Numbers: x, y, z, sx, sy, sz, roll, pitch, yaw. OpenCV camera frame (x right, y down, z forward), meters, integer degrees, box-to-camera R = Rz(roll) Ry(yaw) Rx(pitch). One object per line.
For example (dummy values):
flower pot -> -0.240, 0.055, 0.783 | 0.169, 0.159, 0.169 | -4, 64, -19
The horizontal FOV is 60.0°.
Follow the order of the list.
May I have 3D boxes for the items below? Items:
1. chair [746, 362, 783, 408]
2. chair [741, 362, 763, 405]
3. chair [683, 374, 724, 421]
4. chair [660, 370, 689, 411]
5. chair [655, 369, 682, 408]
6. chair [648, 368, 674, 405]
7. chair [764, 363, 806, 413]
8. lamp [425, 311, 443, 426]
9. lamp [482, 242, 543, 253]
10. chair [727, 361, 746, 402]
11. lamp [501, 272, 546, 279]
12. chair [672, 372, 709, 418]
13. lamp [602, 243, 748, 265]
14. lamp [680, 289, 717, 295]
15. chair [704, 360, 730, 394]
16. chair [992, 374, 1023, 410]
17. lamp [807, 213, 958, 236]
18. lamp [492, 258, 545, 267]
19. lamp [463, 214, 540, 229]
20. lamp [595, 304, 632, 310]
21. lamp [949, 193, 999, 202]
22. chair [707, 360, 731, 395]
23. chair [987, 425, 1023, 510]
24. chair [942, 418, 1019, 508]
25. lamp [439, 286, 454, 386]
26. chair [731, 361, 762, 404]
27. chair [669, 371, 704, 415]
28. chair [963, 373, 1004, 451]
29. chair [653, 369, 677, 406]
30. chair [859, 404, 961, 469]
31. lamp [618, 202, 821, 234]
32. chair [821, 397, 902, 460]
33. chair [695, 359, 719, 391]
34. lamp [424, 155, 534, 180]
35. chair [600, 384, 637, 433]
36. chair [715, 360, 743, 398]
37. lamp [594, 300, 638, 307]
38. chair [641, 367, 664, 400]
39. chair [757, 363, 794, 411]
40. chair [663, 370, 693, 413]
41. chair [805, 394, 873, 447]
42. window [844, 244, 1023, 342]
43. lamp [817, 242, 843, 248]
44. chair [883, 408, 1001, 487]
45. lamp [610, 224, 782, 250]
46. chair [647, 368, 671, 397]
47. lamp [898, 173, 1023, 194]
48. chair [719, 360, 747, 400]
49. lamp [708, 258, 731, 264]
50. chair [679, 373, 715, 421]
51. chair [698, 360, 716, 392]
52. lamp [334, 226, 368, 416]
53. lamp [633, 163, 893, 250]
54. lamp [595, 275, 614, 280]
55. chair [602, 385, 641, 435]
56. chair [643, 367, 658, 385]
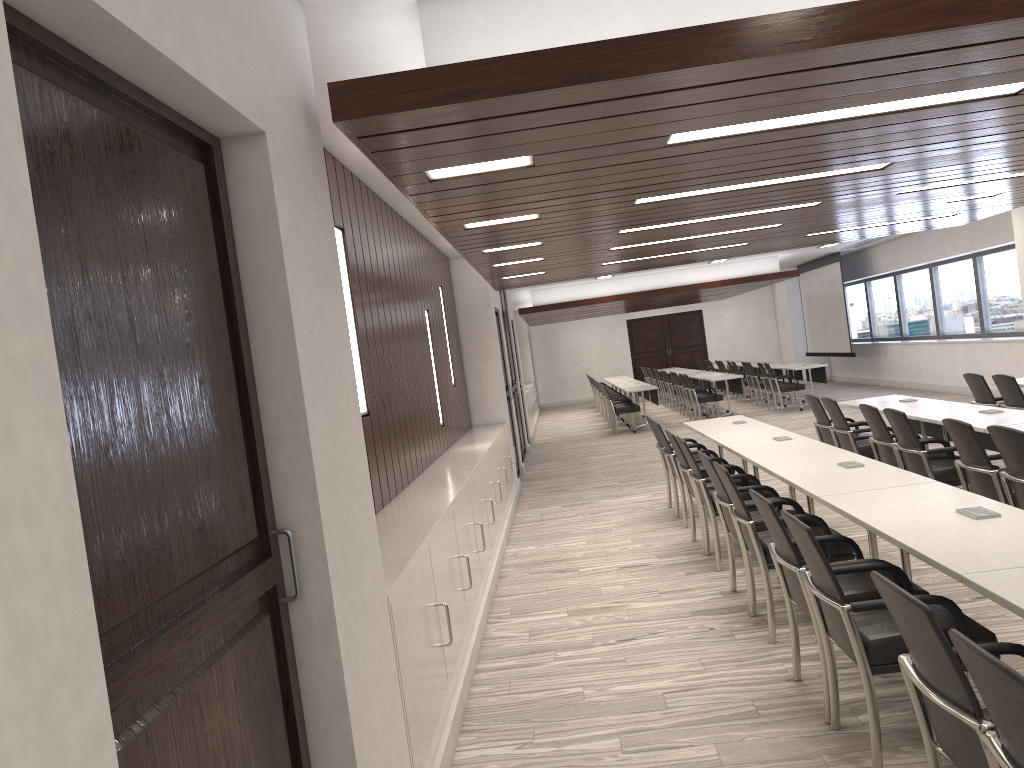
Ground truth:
chair -> 5.084, -0.019, 17.796 | 0.638, 0.939, 0.513 | -8, 2, 4
chair -> 5.127, -0.040, 18.316 | 0.638, 0.939, 0.513 | -8, 2, 2
chair -> 3.541, 0.234, 16.348 | 0.638, 0.939, 0.513 | -8, 2, 3
chair -> 3.705, 0.108, 19.904 | 0.638, 0.939, 0.513 | -8, 2, 4
chair -> 3.753, 0.073, 20.910 | 0.638, 0.939, 0.513 | -8, 2, 3
chair -> 3.832, 0.018, 22.431 | 0.638, 0.939, 0.513 | -8, 2, 3
chair -> 5.011, 0.035, 16.273 | 0.638, 0.939, 0.513 | -8, 2, 4
lamp -> -0.759, -0.137, 8.053 | 0.094, 1.058, 0.236 | -8, 2, 3
lamp -> -0.002, -1.046, 6.632 | 0.464, 0.045, 0.236 | -8, 2, 3
chair -> 5.186, -0.092, 19.830 | 0.638, 0.939, 0.513 | -8, 2, 4
lamp -> 0.115, -1.132, 9.048 | 0.464, 0.045, 0.236 | -8, 2, 3
chair -> 3.617, 0.179, 17.869 | 0.638, 0.939, 0.513 | -8, 2, 2
lamp -> 1.645, -1.340, 8.966 | 1.496, 0.045, 0.236 | -8, 2, 3
lamp -> 4.126, -1.940, 17.978 | 1.496, 0.045, 0.236 | -8, 2, 3
chair -> 5.334, -0.201, 22.876 | 0.638, 0.939, 0.513 | -8, 2, 3
chair -> 4.613, 0.338, 7.707 | 0.638, 0.939, 0.513 | -8, 2, 3
lamp -> 3.684, -1.616, 8.858 | 1.496, 0.045, 0.236 | -8, 2, 3
lamp -> 0.051, -1.086, 7.730 | 0.464, 0.045, 0.236 | -8, 2, 3
lamp -> -0.066, -1.000, 5.315 | 0.464, 0.045, 0.236 | -8, 2, 3
lamp -> 2.162, -1.719, 19.624 | 1.496, 0.045, 0.236 | -8, 2, 3
lamp -> 3.919, -1.609, 7.524 | 0.421, 0.046, 0.236 | -8, 2, 3
chair -> 5.307, -0.182, 22.344 | 0.638, 0.939, 0.513 | -8, 2, 2
chair -> 2.984, 0.646, 4.748 | 0.638, 0.939, 0.513 | -8, 2, 2
chair -> 2.992, 0.630, 5.278 | 0.638, 0.939, 0.513 | -8, 2, 4
lamp -> -0.739, -0.499, 9.362 | 0.094, 1.058, 0.236 | -8, 2, 3
chair -> 5.159, -0.073, 19.306 | 0.638, 0.939, 0.513 | -8, 2, 4
chair -> 3.644, 0.161, 18.388 | 0.638, 0.939, 0.513 | -8, 2, 3
chair -> 4.622, 0.321, 8.228 | 0.638, 0.939, 0.513 | -8, 2, 3
chair -> 3.788, 0.053, 21.433 | 0.638, 0.939, 0.513 | -8, 2, 3
chair -> 3.067, 0.576, 6.785 | 0.638, 0.939, 0.513 | -8, 2, 3
lamp -> 1.528, -1.253, 6.551 | 1.496, 0.045, 0.236 | -8, 2, 3
chair -> 3.122, 0.539, 7.786 | 0.638, 0.939, 0.513 | -8, 2, 2
chair -> 5.413, -0.255, 24.384 | 0.638, 0.939, 0.513 | -8, 2, 3
lamp -> -0.141, -0.945, 3.778 | 0.464, 0.045, 0.236 | -8, 2, 3
chair -> 2.061, 0.419, 16.950 | 0.638, 0.939, 0.513 | -8, 2, 2
chair -> 5.275, -0.148, 21.346 | 0.638, 0.939, 0.513 | -8, 2, 2
lamp -> 2.087, -1.664, 18.087 | 1.496, 0.045, 0.236 | -8, 2, 3
chair -> 3.925, -0.054, 24.465 | 0.638, 0.939, 0.513 | -8, 2, 2
chair -> 5.037, 0.016, 16.795 | 0.638, 0.939, 0.513 | -8, 2, 3
chair -> 3.683, 0.126, 19.388 | 0.638, 0.939, 0.513 | -8, 2, 3
chair -> 3.150, 0.520, 8.312 | 0.638, 0.939, 0.513 | -8, 2, 2
window -> 7.963, -1.552, 16.599 | 0.118, 1.419, 10.452 | -8, 2, 3
lamp -> 5.849, -2.611, 16.357 | 0.324, 0.120, 0.519 | -8, 2, 3
chair -> 3.040, 0.595, 6.263 | 0.638, 0.939, 0.513 | -8, 2, 2
lamp -> 1.581, -1.293, 7.649 | 1.496, 0.045, 0.236 | -8, 2, 3
chair -> 3.864, -0.002, 22.949 | 0.638, 0.939, 0.513 | -8, 2, 4
lamp -> 3.567, -1.529, 6.442 | 1.496, 0.045, 0.236 | -8, 2, 3
chair -> 5.243, -0.129, 20.822 | 0.638, 0.939, 0.513 | -8, 2, 3
lamp -> 3.839, -2.339, 16.464 | 0.324, 0.120, 0.519 | -8, 2, 3
chair -> 3.555, 0.217, 16.881 | 0.638, 0.939, 0.513 | -8, 2, 2
chair -> 5.380, -0.236, 23.864 | 0.638, 0.939, 0.513 | -8, 2, 4
lamp -> -0.952, -0.343, 4.970 | 0.094, 1.058, 0.236 | -8, 2, 3
lamp -> 4.312, -2.028, 11.303 | 1.469, 0.552, 14.295 | -7, 2, 26
lamp -> 1.723, -2.053, 16.577 | 0.324, 0.120, 0.519 | -8, 2, 3
chair -> 2.044, 0.437, 16.428 | 0.638, 0.939, 0.513 | -8, 2, 4
chair -> 3.916, -0.038, 23.947 | 0.638, 0.939, 0.513 | -8, 2, 3
